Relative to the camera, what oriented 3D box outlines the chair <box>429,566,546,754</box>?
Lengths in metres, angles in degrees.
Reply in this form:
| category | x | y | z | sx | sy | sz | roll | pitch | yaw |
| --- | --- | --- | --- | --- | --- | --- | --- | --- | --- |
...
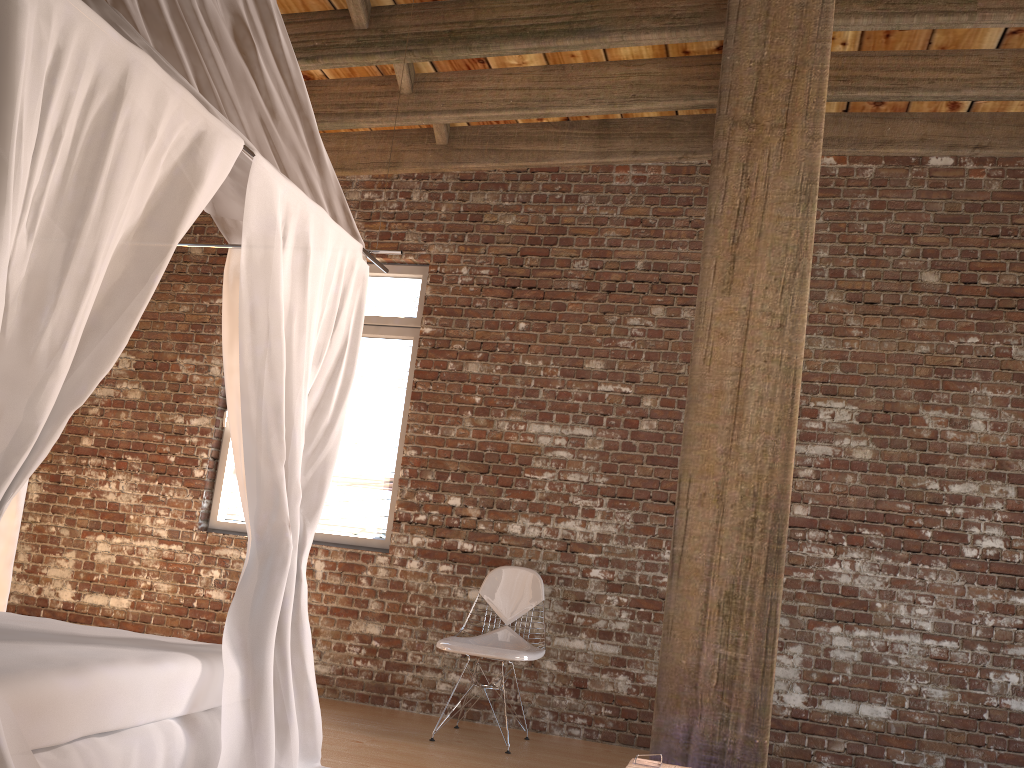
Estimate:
| category | x | y | z | sx | sy | sz | roll | pitch | yaw |
| --- | --- | --- | --- | --- | --- | --- | --- | --- | --- |
| chair | -0.092 | 1.399 | 4.622 | 0.536 | 0.889 | 0.580 | 5 | -8 | 15 |

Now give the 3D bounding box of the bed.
| category | x | y | z | sx | sy | sz | roll | pitch | yaw |
| --- | --- | --- | --- | --- | --- | --- | --- | --- | --- |
| bed | -1.942 | -0.647 | 2.945 | 2.661 | 3.847 | 2.527 | 5 | -8 | 15 |

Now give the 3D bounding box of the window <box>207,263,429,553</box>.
| category | x | y | z | sx | sy | sz | roll | pitch | yaw |
| --- | --- | --- | --- | --- | --- | --- | --- | --- | --- |
| window | -1.223 | 0.094 | 5.568 | 1.312 | 1.832 | 0.173 | 5 | -7 | 13 |

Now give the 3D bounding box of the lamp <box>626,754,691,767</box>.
| category | x | y | z | sx | sy | sz | roll | pitch | yaw |
| --- | --- | --- | --- | --- | --- | --- | --- | --- | --- |
| lamp | 0.873 | 1.301 | 1.887 | 1.389 | 0.773 | 0.362 | 6 | -7 | 6 |
